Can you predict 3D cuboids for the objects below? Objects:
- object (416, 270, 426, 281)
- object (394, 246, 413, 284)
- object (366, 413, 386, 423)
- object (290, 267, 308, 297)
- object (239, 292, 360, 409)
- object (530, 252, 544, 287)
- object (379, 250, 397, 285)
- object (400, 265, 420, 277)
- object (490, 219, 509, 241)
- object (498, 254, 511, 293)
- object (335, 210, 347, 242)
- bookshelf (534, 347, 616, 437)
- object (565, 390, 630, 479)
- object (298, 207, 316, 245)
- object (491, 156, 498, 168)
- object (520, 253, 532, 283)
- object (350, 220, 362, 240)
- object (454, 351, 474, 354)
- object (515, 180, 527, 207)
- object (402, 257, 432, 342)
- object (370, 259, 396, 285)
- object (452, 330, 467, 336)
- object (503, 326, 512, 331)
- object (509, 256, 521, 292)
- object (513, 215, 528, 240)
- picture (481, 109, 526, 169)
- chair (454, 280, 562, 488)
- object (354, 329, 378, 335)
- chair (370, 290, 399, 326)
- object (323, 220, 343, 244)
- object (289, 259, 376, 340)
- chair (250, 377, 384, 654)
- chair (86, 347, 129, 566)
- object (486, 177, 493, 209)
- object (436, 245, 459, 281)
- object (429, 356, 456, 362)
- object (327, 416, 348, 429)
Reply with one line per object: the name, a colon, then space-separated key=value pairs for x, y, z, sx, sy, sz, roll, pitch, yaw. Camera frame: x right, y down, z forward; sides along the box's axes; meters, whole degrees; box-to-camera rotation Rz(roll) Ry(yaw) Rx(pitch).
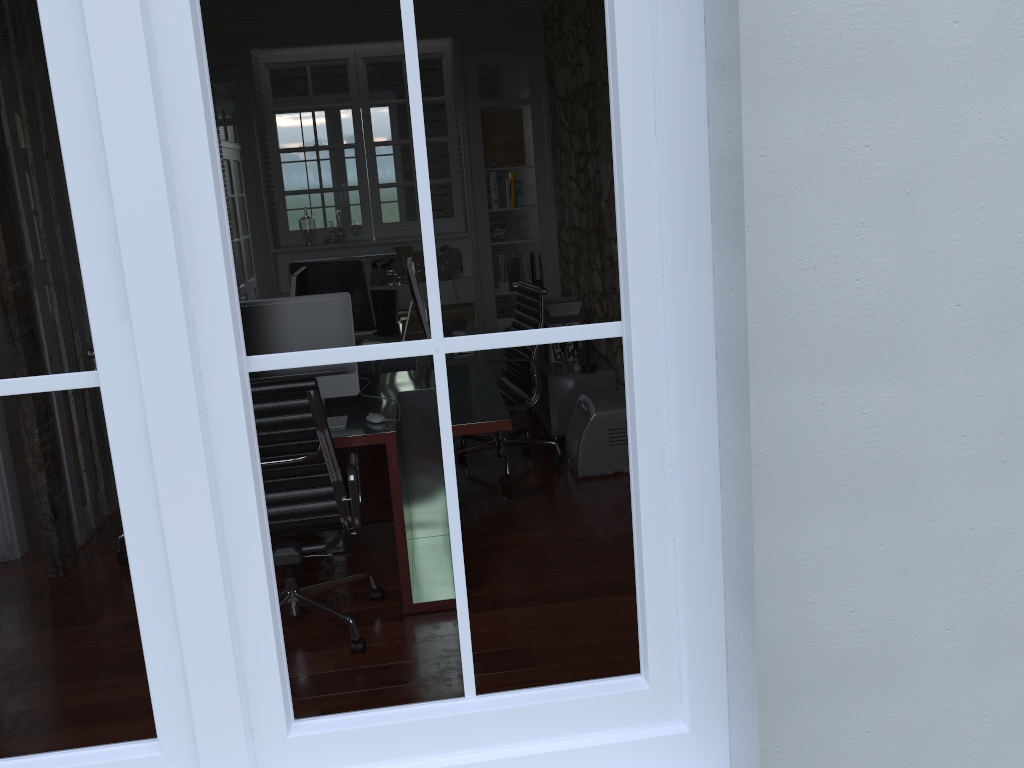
object: x=-0.708 y=-0.848 z=6.931 sx=0.093 sy=0.087 sz=0.092 roll=3 pitch=14 yaw=30
object: x=-0.833 y=-0.928 z=6.898 sx=0.143 sy=0.276 sz=0.145 roll=-3 pitch=11 yaw=8
object: x=-0.531 y=0.129 z=3.431 sx=0.059 sy=0.028 sz=0.107 roll=-14 pitch=16 yaw=-35
object: x=-1.105 y=-0.360 z=4.691 sx=0.190 sy=0.480 sz=0.489 roll=-5 pitch=12 yaw=-5
object: x=-0.873 y=-0.113 z=3.586 sx=0.484 sy=0.480 sz=0.191 roll=-6 pitch=11 yaw=-5
object: x=0.197 y=-0.903 z=7.059 sx=0.078 sy=0.275 sz=0.241 roll=-5 pitch=12 yaw=-1
object: x=-0.938 y=-0.910 z=6.838 sx=0.129 sy=0.284 sz=0.129 roll=-13 pitch=14 yaw=-38
object: x=-0.822 y=-0.926 z=7.156 sx=0.160 sy=0.151 sz=0.218 roll=-9 pitch=13 yaw=-20
object: x=-0.114 y=-1.205 z=6.935 sx=0.177 sy=0.159 sz=0.093 roll=1 pitch=12 yaw=22
object: x=-0.064 y=-0.879 z=7.043 sx=0.078 sy=0.275 sz=0.241 roll=-4 pitch=12 yaw=3
object: x=-1.340 y=-1.219 z=6.910 sx=0.088 sy=0.269 sz=0.089 roll=-6 pitch=11 yaw=-10
bookshelf: x=0.341 y=0.024 z=5.804 sx=0.436 sy=0.455 sz=1.207 roll=-6 pitch=13 yaw=-5
object: x=0.493 y=0.263 z=4.907 sx=0.363 sy=0.383 sz=0.404 roll=-6 pitch=12 yaw=-5
object: x=-1.580 y=-1.209 z=6.844 sx=0.129 sy=0.312 sz=0.130 roll=-1 pitch=12 yaw=19
object: x=-0.135 y=-1.702 z=6.794 sx=0.056 sy=0.089 sz=0.056 roll=-5 pitch=11 yaw=-3
object: x=0.110 y=-0.891 z=7.036 sx=0.078 sy=0.275 sz=0.241 roll=-4 pitch=12 yaw=1
object: x=-1.228 y=-1.200 z=6.972 sx=0.094 sy=0.186 sz=0.095 roll=-11 pitch=13 yaw=-30
object: x=-0.279 y=-0.214 z=4.811 sx=0.118 sy=0.017 sz=0.443 roll=-6 pitch=13 yaw=-5
object: x=0.064 y=-1.526 z=6.983 sx=0.078 sy=0.247 sz=0.116 roll=-5 pitch=11 yaw=-5
object: x=-0.520 y=-0.424 z=4.773 sx=0.190 sy=0.480 sz=0.489 roll=-5 pitch=12 yaw=-5
object: x=-1.034 y=-0.888 z=7.006 sx=0.158 sy=0.178 sz=0.387 roll=0 pitch=14 yaw=20
object: x=-0.309 y=-0.295 z=5.131 sx=0.106 sy=0.028 sz=0.059 roll=9 pitch=18 yaw=44
object: x=0.100 y=-0.462 z=7.181 sx=0.294 sy=0.040 sz=0.240 roll=7 pitch=17 yaw=39
object: x=0.024 y=-0.891 z=7.064 sx=0.078 sy=0.275 sz=0.248 roll=-4 pitch=12 yaw=0
object: x=0.071 y=-1.233 z=6.979 sx=0.063 sy=0.186 sz=0.127 roll=-11 pitch=13 yaw=-32
picture: x=-0.067 y=-1.897 z=6.855 sx=0.326 sy=0.430 sz=0.009 roll=-6 pitch=11 yaw=-6
chair: x=-0.112 y=-0.019 z=4.926 sx=0.700 sy=1.013 sz=0.672 roll=-6 pitch=12 yaw=-10
object: x=-1.049 y=-0.308 z=5.451 sx=0.439 sy=0.017 sz=0.120 roll=-6 pitch=13 yaw=-5
chair: x=-1.045 y=-0.133 z=5.927 sx=0.475 sy=0.910 sz=0.608 roll=1 pitch=12 yaw=24
object: x=-1.378 y=-1.152 z=6.794 sx=0.148 sy=0.198 sz=0.149 roll=-9 pitch=12 yaw=-22
object: x=-1.060 y=-0.483 z=5.192 sx=0.483 sy=0.480 sz=0.191 roll=0 pitch=12 yaw=19
chair: x=-0.873 y=0.435 z=3.270 sx=0.665 sy=1.013 sz=0.706 roll=-5 pitch=11 yaw=-1
chair: x=-1.539 y=0.275 z=4.155 sx=0.700 sy=1.013 sz=0.671 roll=-7 pitch=12 yaw=-11
object: x=-0.201 y=-1.500 z=6.956 sx=0.078 sy=0.247 sz=0.116 roll=-5 pitch=11 yaw=-5
object: x=-0.542 y=-0.954 z=6.932 sx=0.167 sy=0.269 sz=0.190 roll=2 pitch=13 yaw=29
object: x=-0.352 y=-0.129 z=4.492 sx=0.150 sy=0.011 sz=0.011 roll=-12 pitch=14 yaw=-29
object: x=-0.856 y=0.166 z=3.408 sx=0.439 sy=0.017 sz=0.120 roll=-6 pitch=13 yaw=-5
